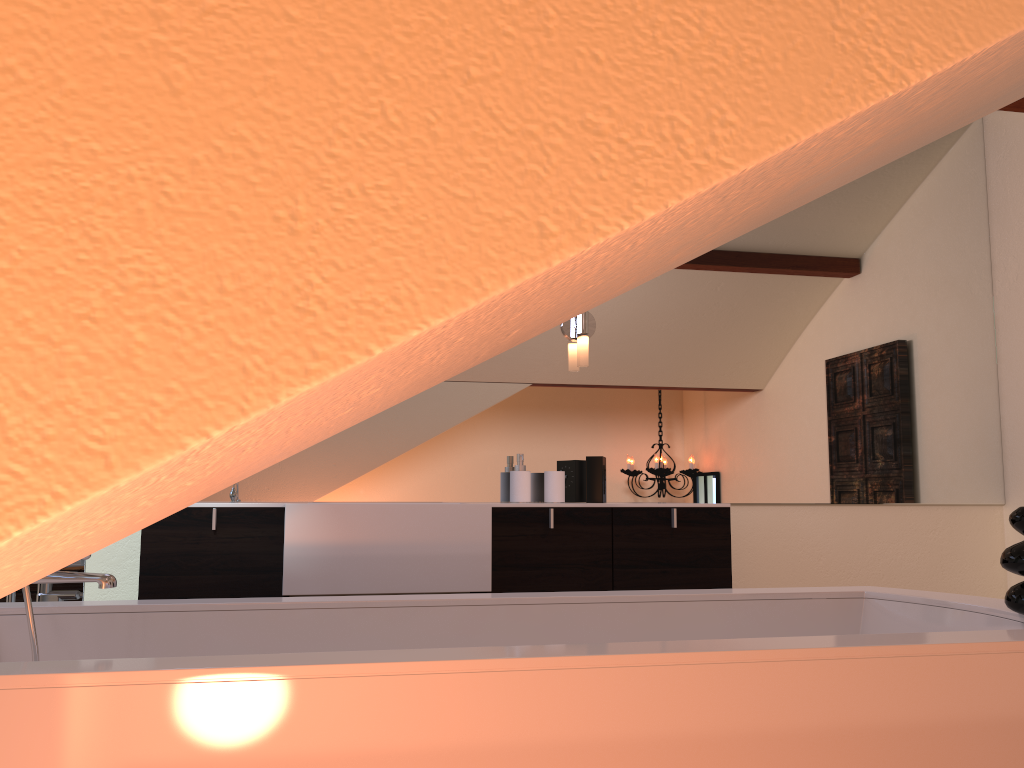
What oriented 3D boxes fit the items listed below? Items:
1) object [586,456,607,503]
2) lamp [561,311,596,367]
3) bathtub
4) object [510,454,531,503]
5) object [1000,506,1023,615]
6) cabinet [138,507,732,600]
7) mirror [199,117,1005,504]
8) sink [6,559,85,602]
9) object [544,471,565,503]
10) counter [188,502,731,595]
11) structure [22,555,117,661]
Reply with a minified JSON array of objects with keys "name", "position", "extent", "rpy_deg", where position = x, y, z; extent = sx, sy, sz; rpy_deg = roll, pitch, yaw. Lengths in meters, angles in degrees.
[{"name":"object","position":[0.294,0.372,3.093],"extent":[0.067,0.177,0.117],"rpy_deg":[-1,-7,12]},{"name":"lamp","position":[0.256,-0.249,3.273],"extent":[0.131,0.364,0.083],"rpy_deg":[1,-6,-11]},{"name":"bathtub","position":[-0.008,0.811,1.565],"extent":[2.216,0.691,0.802],"rpy_deg":[2,-7,-11]},{"name":"object","position":[0.027,0.368,3.112],"extent":[0.073,0.189,0.080],"rpy_deg":[-3,-7,29]},{"name":"object","position":[0.966,0.352,1.571],"extent":[0.156,0.228,0.277],"rpy_deg":[-2,-7,19]},{"name":"cabinet","position":[-0.213,0.911,2.909],"extent":[1.856,0.919,0.387],"rpy_deg":[2,-6,-11]},{"name":"mirror","position":[0.412,-0.419,3.370],"extent":[3.234,1.836,0.011],"rpy_deg":[2,-6,-11]},{"name":"sink","position":[-1.668,0.993,3.321],"extent":[0.346,0.782,0.684],"rpy_deg":[1,-7,-11]},{"name":"object","position":[0.150,0.402,3.114],"extent":[0.073,0.122,0.073],"rpy_deg":[2,-7,-16]},{"name":"counter","position":[-0.207,0.584,2.914],"extent":[1.855,0.295,0.444],"rpy_deg":[2,-7,-11]},{"name":"structure","position":[-0.948,0.603,1.426],"extent":[0.554,1.115,0.385],"rpy_deg":[0,-6,3]}]
